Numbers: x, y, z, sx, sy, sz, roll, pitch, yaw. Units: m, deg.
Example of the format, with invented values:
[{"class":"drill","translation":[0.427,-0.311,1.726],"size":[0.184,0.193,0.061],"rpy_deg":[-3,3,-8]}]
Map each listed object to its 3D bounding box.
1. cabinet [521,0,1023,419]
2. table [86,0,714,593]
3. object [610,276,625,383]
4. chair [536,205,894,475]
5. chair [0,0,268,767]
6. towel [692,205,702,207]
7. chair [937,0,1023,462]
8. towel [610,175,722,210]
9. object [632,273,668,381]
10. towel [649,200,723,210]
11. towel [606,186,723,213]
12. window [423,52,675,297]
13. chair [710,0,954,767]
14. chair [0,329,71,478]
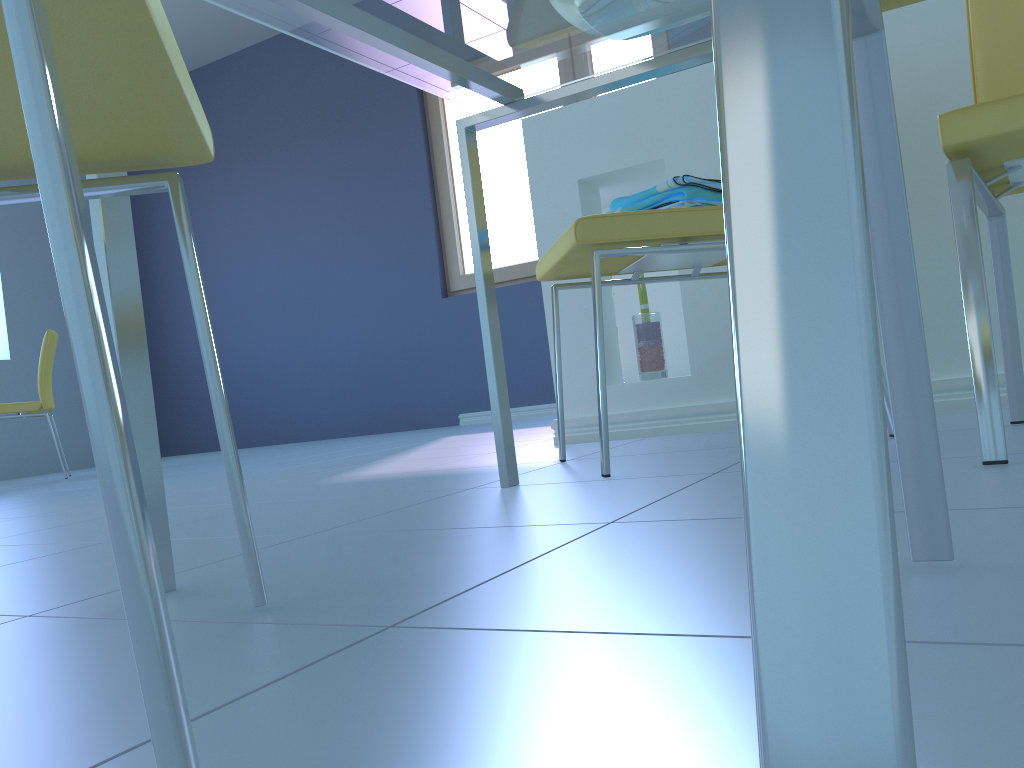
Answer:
[{"class":"cabinet","translation":[1.389,-0.406,2.668],"size":[2.139,0.800,2.200],"rpy_deg":[-7,-1,30]},{"class":"table","translation":[0.304,-0.188,0.772],"size":[1.173,0.590,0.730],"rpy_deg":[-7,-1,30]},{"class":"object","translation":[0.269,-0.182,2.384],"size":[0.050,0.365,0.085],"rpy_deg":[-7,-1,28]},{"class":"chair","translation":[0.305,-0.238,1.494],"size":[0.484,0.695,0.387],"rpy_deg":[-7,-1,-7]},{"class":"chair","translation":[-0.422,-0.161,0.438],"size":[0.484,0.695,0.387],"rpy_deg":[-7,-1,-12]},{"class":"towel","translation":[0.286,-0.266,1.488],"size":[0.195,0.024,0.201],"rpy_deg":[-6,-1,-41]},{"class":"chair","translation":[0.741,-0.297,1.041],"size":[0.387,0.695,0.484],"rpy_deg":[-7,-1,32]},{"class":"towel","translation":[0.284,-0.311,1.485],"size":[0.195,0.033,0.190],"rpy_deg":[-7,-1,-34]},{"class":"object","translation":[0.304,-0.219,2.082],"size":[0.067,0.423,0.229],"rpy_deg":[-7,-1,-29]},{"class":"towel","translation":[0.284,-0.279,1.483],"size":[0.195,0.024,0.201],"rpy_deg":[-7,-1,-35]},{"class":"towel","translation":[0.283,-0.295,1.486],"size":[0.195,0.027,0.192],"rpy_deg":[-7,-1,-39]},{"class":"window","translation":[0.198,-1.188,4.635],"size":[1.475,1.263,0.142],"rpy_deg":[-7,-1,30]},{"class":"chair","translation":[0.265,-0.248,0.252],"size":[0.387,0.695,0.484],"rpy_deg":[-7,-1,27]},{"class":"chair","translation":[-2.369,0.125,4.177],"size":[0.484,0.699,0.387],"rpy_deg":[-7,-1,-24]}]
